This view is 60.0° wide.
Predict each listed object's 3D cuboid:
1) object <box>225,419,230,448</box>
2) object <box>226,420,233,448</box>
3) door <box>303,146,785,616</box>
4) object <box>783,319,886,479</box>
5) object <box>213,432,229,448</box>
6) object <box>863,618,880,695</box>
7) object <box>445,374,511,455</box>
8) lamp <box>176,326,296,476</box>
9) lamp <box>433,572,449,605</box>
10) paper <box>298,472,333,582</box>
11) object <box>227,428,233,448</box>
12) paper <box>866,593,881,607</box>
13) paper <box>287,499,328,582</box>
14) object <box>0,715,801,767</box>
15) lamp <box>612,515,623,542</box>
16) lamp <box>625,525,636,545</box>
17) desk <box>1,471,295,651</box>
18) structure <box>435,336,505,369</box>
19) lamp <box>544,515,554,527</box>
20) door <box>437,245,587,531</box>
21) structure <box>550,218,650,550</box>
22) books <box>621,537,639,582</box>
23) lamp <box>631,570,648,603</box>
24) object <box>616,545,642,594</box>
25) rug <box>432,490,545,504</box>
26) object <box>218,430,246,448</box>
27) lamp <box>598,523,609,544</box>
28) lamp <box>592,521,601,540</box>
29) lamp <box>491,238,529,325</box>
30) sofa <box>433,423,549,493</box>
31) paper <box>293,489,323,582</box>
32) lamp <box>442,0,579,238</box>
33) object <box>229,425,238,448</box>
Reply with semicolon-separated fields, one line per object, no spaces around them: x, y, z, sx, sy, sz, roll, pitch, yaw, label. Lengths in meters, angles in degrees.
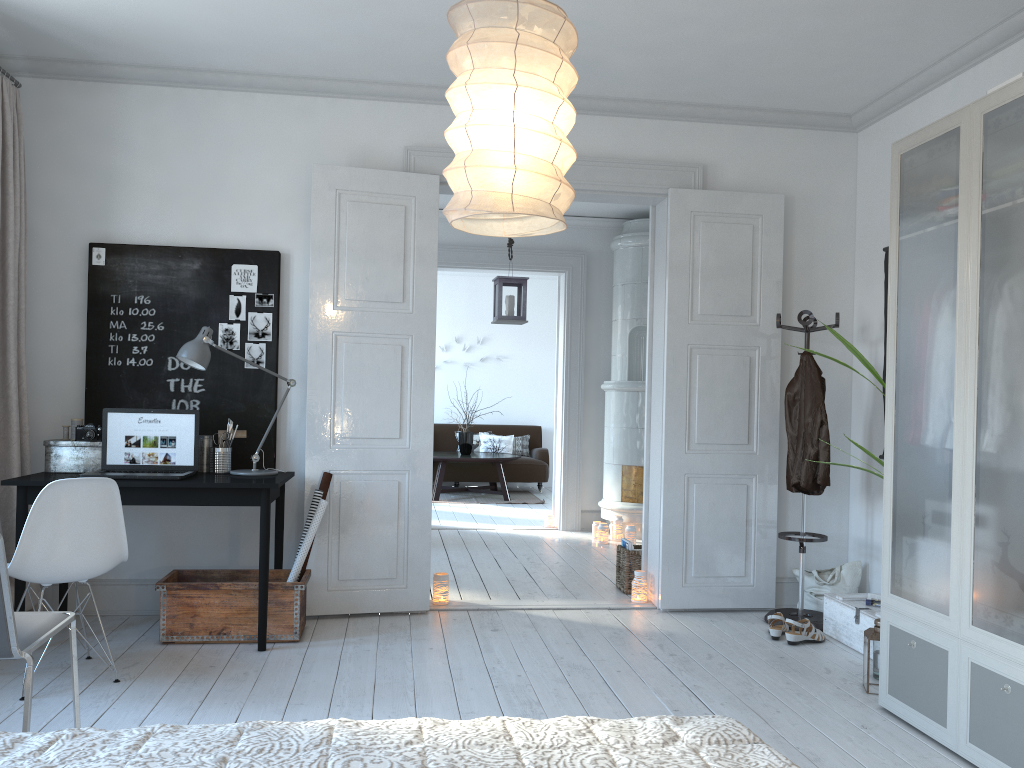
-1.429;0.306;4.428;0.008;0.267;0.060;1;0;9;object
-1.424;0.310;4.429;0.012;0.264;0.062;1;0;35;object
0.194;0.001;5.007;2.599;2.505;0.577;1;0;-8;door
1.690;0.485;3.796;1.043;1.554;0.289;1;0;22;object
-1.461;0.339;4.420;0.081;0.198;0.050;1;0;17;object
1.520;1.083;3.635;0.132;0.351;0.138;1;0;15;object
-0.409;0.313;10.517;0.846;1.066;0.525;2;0;-37;object
-1.348;0.088;4.356;0.617;0.716;0.230;2;0;-37;lamp
-0.397;1.141;4.942;0.089;0.166;0.089;1;0;-15;lamp
-1.027;0.819;4.438;0.048;0.747;0.297;1;0;38;paper
-1.421;0.332;4.420;0.009;0.222;0.082;1;0;22;object
1.841;1.058;4.304;0.221;0.031;0.175;1;-1;25;paper
-1.037;0.876;4.306;0.283;0.626;0.041;1;0;-29;paper
-0.289;0.607;1.423;1.460;0.104;0.405;1;-1;-8;object
0.887;1.209;7.422;0.098;0.210;0.098;1;0;-3;lamp
0.961;1.228;7.183;0.089;0.166;0.089;1;0;-9;lamp
-1.665;0.813;4.192;1.159;0.759;0.651;1;-1;-8;desk
-0.607;-0.400;11.817;1.025;0.478;0.085;1;0;-8;structure
0.338;1.250;8.082;0.093;0.110;0.093;1;-1;9;lamp
-0.202;0.050;7.996;2.599;2.505;0.577;1;0;-8;door
1.043;-0.008;7.613;0.800;2.827;1.248;1;0;37;structure
0.789;1.110;5.480;0.201;0.300;0.179;1;0;-8;books
0.734;1.167;5.104;0.093;0.179;0.093;1;0;-25;lamp
0.801;1.143;5.481;0.270;0.265;0.224;1;-1;-8;object
-0.551;1.316;10.590;1.710;0.055;1.456;1;-1;-7;rug
-1.410;0.338;4.470;0.138;0.209;0.034;2;0;-28;object
0.747;1.224;7.269;0.089;0.166;0.089;1;0;-6;lamp
0.718;1.238;7.499;0.084;0.146;0.084;1;0;-3;lamp
0.002;-1.316;6.335;0.228;1.762;0.228;1;0;-11;lamp
-0.636;0.932;11.348;2.165;0.824;0.969;1;-1;-8;sofa
-1.045;0.860;4.365;0.043;0.669;0.266;1;0;38;paper
0.005;-1.011;2.257;0.338;1.231;0.340;1;0;24;lamp
-1.408;0.323;4.416;0.084;0.240;0.009;1;0;-31;object
